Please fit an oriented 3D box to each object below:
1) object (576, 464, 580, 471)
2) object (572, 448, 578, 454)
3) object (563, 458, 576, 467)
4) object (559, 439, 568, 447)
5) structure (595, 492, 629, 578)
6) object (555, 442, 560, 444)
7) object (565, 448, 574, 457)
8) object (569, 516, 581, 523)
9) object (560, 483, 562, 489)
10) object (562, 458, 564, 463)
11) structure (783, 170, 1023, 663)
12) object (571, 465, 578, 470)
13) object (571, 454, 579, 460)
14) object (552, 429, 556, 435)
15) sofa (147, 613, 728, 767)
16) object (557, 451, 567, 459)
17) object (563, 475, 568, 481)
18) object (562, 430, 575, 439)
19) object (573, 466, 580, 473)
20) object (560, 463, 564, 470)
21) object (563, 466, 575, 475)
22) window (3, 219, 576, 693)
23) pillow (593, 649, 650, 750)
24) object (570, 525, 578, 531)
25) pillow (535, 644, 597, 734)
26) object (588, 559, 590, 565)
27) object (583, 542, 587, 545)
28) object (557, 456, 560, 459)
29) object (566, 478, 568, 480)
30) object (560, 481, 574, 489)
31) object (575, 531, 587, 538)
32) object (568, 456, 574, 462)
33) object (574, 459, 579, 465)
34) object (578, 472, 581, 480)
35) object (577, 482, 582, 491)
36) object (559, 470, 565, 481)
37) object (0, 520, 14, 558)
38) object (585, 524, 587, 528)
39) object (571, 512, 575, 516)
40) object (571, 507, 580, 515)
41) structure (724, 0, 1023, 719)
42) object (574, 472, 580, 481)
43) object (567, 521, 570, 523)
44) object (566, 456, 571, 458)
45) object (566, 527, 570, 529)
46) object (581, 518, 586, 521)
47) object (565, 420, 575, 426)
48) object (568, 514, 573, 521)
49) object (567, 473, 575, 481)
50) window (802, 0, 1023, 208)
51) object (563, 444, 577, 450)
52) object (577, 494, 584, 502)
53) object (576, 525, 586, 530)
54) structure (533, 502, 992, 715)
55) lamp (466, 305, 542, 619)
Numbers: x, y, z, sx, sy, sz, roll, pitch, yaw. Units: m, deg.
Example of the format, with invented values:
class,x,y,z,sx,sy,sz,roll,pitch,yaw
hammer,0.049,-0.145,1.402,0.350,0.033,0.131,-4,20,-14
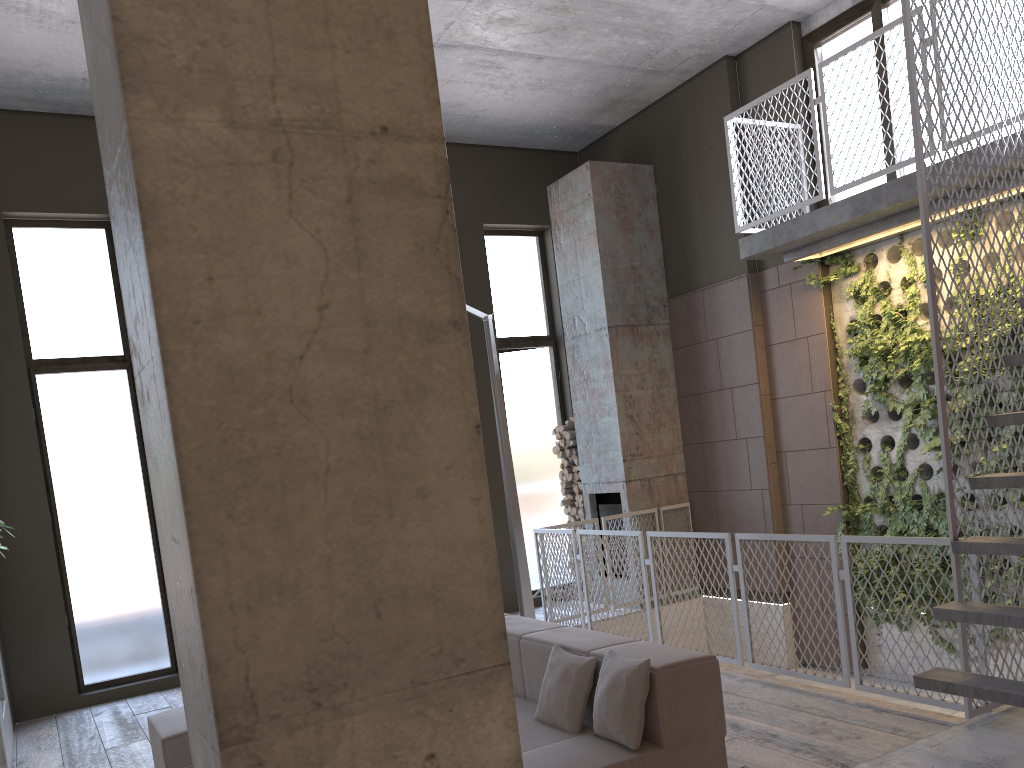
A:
class,x,y,z,sx,sy,sz,roll,pitch,yaw
object,0.910,0.911,9.784,0.419,0.073,0.072,-4,-2,-30
object,0.864,0.731,9.829,0.419,0.071,0.067,-4,-1,-30
object,0.726,0.875,9.949,0.291,0.107,0.099,-5,-1,-28
object,0.760,0.643,9.898,0.475,0.083,0.094,-4,-2,-30
structure,1.128,1.609,9.361,0.056,0.932,0.578,-9,2,-30
object,0.689,0.668,10.031,0.421,0.087,0.066,-4,-1,-32
object,0.806,0.752,9.877,0.451,0.090,0.091,-4,-2,-31
object,0.806,1.531,9.993,0.291,0.107,0.099,-5,-1,-28
object,0.746,1.140,10.038,0.419,0.068,0.067,-4,-2,-30
object,0.716,0.875,10.052,0.290,0.103,0.101,-5,-1,-28
structure,3.344,0.326,6.627,0.996,3.839,2.640,-9,2,-30
object,0.849,0.944,9.955,0.360,0.087,0.102,-5,-2,-30
object,0.847,0.800,9.824,0.360,0.068,0.123,-5,-3,-28
object,0.648,0.530,10.032,0.419,0.069,0.068,-4,-2,-30
sofa,-1.105,1.810,4.295,2.987,0.788,3.023,-5,-5,-29
object,0.737,0.777,9.949,0.475,0.084,0.094,-4,-2,-30
object,0.773,1.056,10.052,0.419,0.067,0.068,-4,-2,-30
object,0.738,0.554,9.843,0.360,0.084,0.104,-5,-2,-30
object,0.892,0.944,9.862,0.431,0.080,0.115,-4,-3,-30
object,0.659,0.926,9.999,0.249,0.073,0.045,-5,0,-30
object,0.791,0.972,10.011,0.433,0.094,0.093,-5,-2,-30
window,-3.346,0.605,8.011,9.129,4.195,0.210,-5,2,-31
pillow,0.451,1.309,3.665,0.186,0.368,0.364,-8,0,-25
object,0.871,1.628,10.055,0.433,0.094,0.093,-5,-2,-30
pillow,0.246,1.399,4.001,0.185,0.360,0.373,-8,0,-30
object,1.061,1.968,9.836,0.433,0.093,0.092,-5,-2,-30
object,1.004,1.742,9.880,0.451,0.090,0.091,-4,-2,-30
object,0.703,0.797,10.017,0.419,0.068,0.067,-4,-2,-30
object,0.824,1.036,9.919,0.431,0.080,0.115,-4,-3,-30
object,0.780,1.120,9.970,0.475,0.084,0.094,-4,-2,-30
object,0.927,1.683,9.957,0.475,0.084,0.094,-4,-2,-30
object,0.802,0.826,9.916,0.356,0.075,0.065,-4,-1,-31
object,0.882,0.860,9.804,0.421,0.085,0.067,-4,-1,-32
object,0.943,0.995,9.771,0.433,0.093,0.092,-5,-2,-30
object,0.905,1.121,9.772,0.362,0.109,0.089,-5,-1,-30
object,0.707,1.039,10.089,0.361,0.126,0.064,-5,1,-31
object,-4.047,1.437,6.103,1.006,1.873,0.957,-6,2,27
object,0.993,1.540,9.801,0.421,0.085,0.067,-4,-1,-32
object,0.825,1.453,9.998,0.329,0.057,0.089,-4,-3,-30
object,0.886,1.408,9.921,0.451,0.090,0.091,-4,-2,-31
structure,2.597,-0.248,5.533,3.010,4.335,3.705,-8,0,-30
object,0.905,1.014,9.849,0.451,0.090,0.091,-4,-2,-30
object,0.739,1.582,10.043,0.249,0.073,0.045,-5,0,-30
object,0.745,0.797,9.954,0.329,0.057,0.089,-4,-3,-30
object,0.791,1.648,10.114,0.362,0.109,0.089,-5,-1,-30
object,0.962,1.516,9.847,0.421,0.085,0.067,-4,-1,-32
object,0.760,0.433,9.860,0.356,0.073,0.065,-4,-1,-31
object,0.797,1.531,10.096,0.290,0.103,0.101,-5,-1,-28
object,0.847,1.027,9.914,0.475,0.084,0.094,-4,-2,-30
window,3.533,-2.359,6.102,0.109,1.752,3.596,-9,-2,-30
object,0.781,0.693,9.898,0.431,0.080,0.115,-4,-3,-30
object,0.957,1.249,9.786,0.475,0.084,0.094,-4,-2,-30
object,0.935,1.611,9.887,0.451,0.090,0.091,-5,-2,-28
structure,2.168,1.489,6.908,1.911,0.936,4.465,-5,-5,-30
lamp,-0.712,0.561,5.710,2.601,3.442,0.759,-8,3,-42
